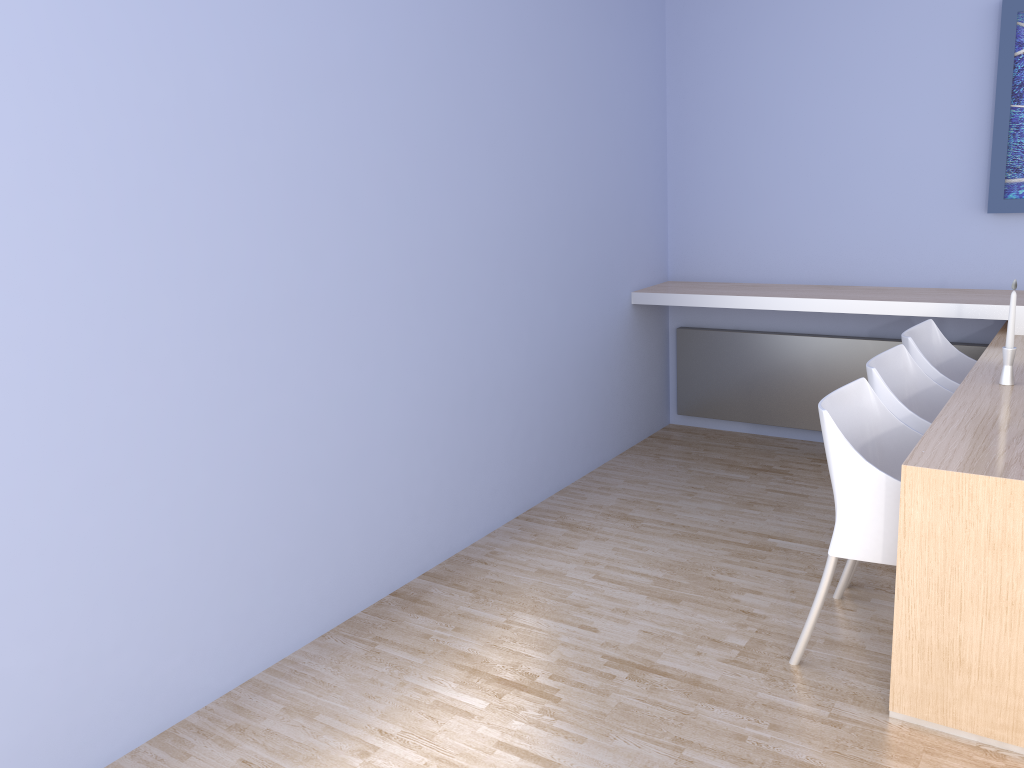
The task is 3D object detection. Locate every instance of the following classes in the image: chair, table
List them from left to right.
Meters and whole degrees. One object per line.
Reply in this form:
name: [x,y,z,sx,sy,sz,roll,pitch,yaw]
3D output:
chair: [1.155,0.426,2.653,0.486,0.793,0.510,6,16,34]
chair: [1.479,0.299,3.110,0.486,0.793,0.510,6,16,34]
chair: [1.802,0.172,3.568,0.486,0.793,0.510,6,16,34]
table: [2.072,0.339,2.969,1.002,0.718,2.340,6,16,34]

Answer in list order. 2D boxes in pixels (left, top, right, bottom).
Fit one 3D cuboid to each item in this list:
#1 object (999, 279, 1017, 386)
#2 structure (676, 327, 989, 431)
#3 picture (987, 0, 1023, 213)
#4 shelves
object: [1.629,-0.170,2.897,0.045,0.349,0.045,-6,14,-13]
structure: [2.536,0.097,3.982,3.843,0.503,0.064,6,16,34]
picture: [2.646,-1.155,3.558,1.252,0.901,0.049,6,16,34]
shelves: [2.375,0.048,3.855,3.901,0.840,0.463,6,16,34]
